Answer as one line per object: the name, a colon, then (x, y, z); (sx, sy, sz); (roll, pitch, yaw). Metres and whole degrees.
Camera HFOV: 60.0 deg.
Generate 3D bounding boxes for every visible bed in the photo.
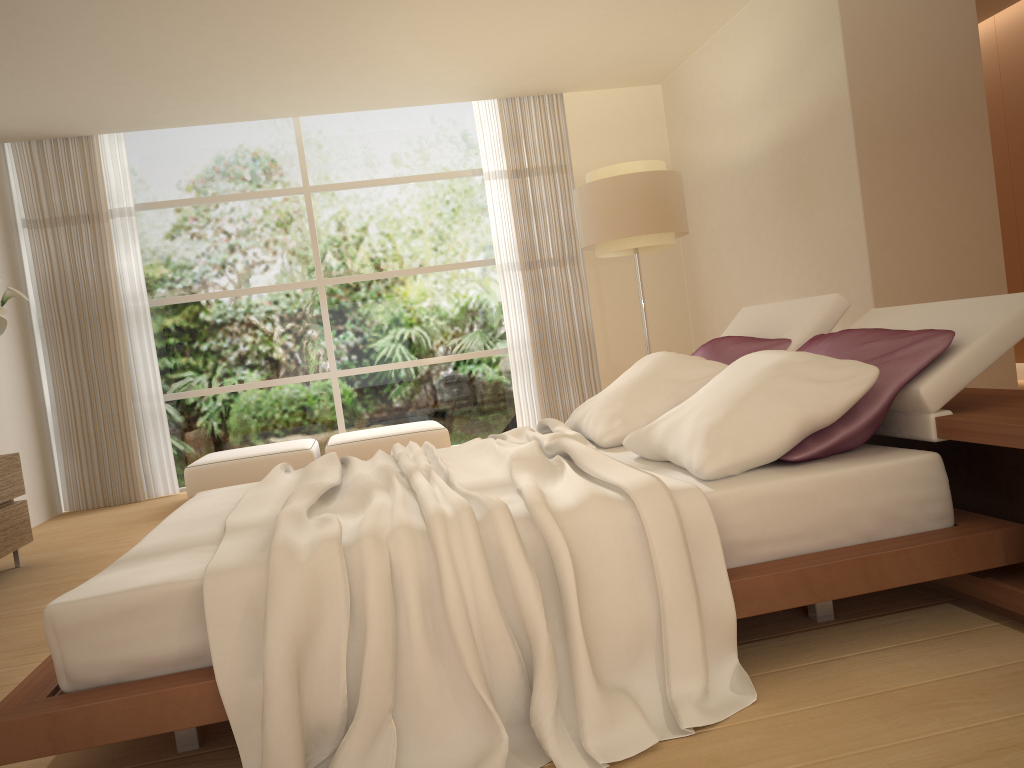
bed: (-0.081, 0.493, 3.084); (2.535, 0.570, 2.599); (-8, 3, -10)

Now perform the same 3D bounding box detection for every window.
window: (-1.745, -0.920, 8.066); (4.781, 3.371, 0.071); (-8, 3, -10)

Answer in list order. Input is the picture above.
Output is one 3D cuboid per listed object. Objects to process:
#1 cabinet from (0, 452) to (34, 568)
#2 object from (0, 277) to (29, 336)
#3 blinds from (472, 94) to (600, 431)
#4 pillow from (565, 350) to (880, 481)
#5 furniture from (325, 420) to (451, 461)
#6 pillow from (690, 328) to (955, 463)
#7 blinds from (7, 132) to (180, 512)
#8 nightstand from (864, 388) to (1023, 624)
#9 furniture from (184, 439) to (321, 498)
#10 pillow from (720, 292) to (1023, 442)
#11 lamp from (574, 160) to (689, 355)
cabinet: (-2.817, 0.809, 3.348); (0.588, 0.662, 3.713); (-8, 3, -10)
object: (-3.006, -0.124, 4.967); (0.608, 1.085, 0.515); (-6, 3, 38)
blinds: (0.241, -1.185, 8.095); (0.814, 3.351, 0.202); (-8, 3, -11)
pillow: (0.610, 0.063, 3.237); (0.561, 0.339, 1.720); (-8, 3, -10)
furniture: (-1.014, 0.544, 7.242); (0.965, 0.346, 0.964); (-8, 3, -10)
pillow: (0.870, 0.011, 3.289); (0.575, 0.369, 1.683); (-8, 3, -10)
blinds: (-3.556, -0.637, 7.494); (0.950, 3.352, 0.211); (-8, 3, -11)
nightstand: (1.294, 0.306, 3.376); (0.493, 0.539, 4.220); (-8, 3, -10)
furniture: (-2.025, 0.690, 7.068); (0.965, 0.346, 0.964); (-8, 3, -10)
pillow: (1.179, -0.107, 3.350); (0.461, 0.457, 1.779); (-8, 3, -11)
lamp: (0.947, -0.529, 6.372); (0.817, 2.018, 0.817); (-6, 3, 33)
